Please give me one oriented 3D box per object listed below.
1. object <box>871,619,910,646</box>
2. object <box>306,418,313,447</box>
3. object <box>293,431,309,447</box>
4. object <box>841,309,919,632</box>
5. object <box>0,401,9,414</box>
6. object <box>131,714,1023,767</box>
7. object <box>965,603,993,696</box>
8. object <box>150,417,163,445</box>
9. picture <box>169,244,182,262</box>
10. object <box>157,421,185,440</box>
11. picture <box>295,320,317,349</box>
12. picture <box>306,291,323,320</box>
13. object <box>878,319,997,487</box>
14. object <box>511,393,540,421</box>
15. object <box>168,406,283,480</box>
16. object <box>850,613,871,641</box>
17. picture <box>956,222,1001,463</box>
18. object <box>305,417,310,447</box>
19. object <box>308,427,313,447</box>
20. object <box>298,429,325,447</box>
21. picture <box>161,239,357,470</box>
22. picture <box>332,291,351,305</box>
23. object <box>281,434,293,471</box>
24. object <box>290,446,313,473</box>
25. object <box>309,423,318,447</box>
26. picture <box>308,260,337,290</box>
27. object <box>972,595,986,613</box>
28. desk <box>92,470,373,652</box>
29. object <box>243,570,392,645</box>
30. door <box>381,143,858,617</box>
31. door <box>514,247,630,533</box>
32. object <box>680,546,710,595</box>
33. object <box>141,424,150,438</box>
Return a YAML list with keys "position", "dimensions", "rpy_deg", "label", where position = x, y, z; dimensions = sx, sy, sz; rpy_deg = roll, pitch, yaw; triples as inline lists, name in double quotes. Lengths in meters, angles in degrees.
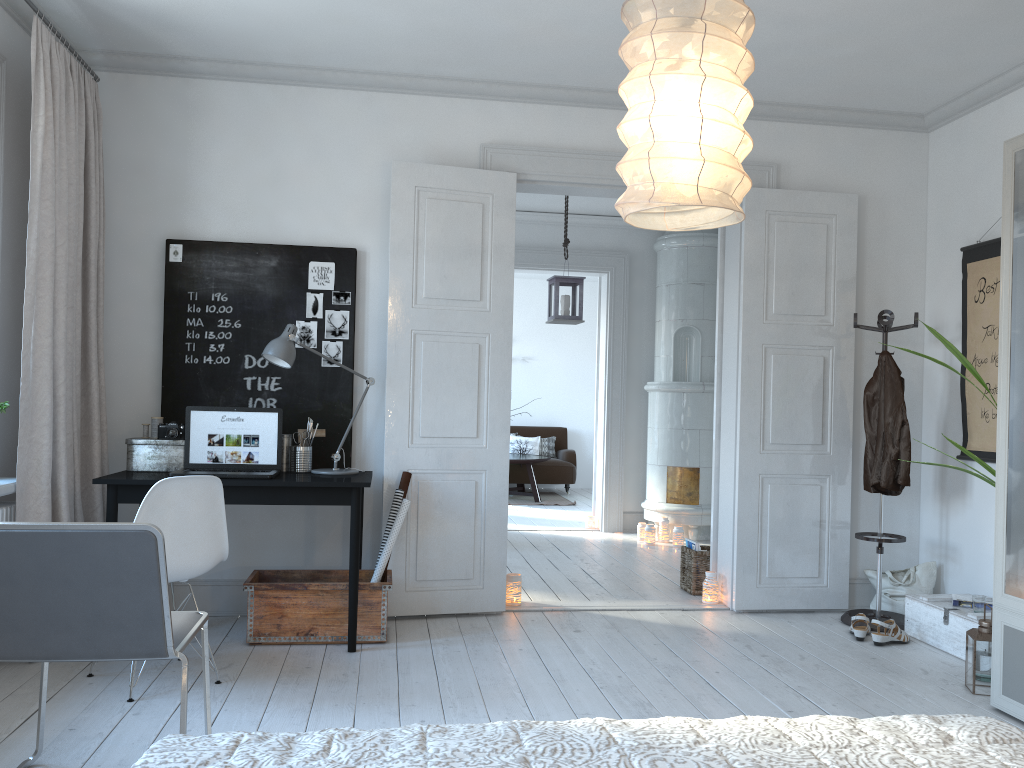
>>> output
- position: [1.861, 1.204, 4.340]
  dimensions: [0.272, 0.126, 0.099]
  rpy_deg: [2, -1, -36]
  label: "object"
- position: [-1.012, 0.301, 4.382]
  dimensions: [0.012, 0.264, 0.062]
  rpy_deg: [1, 0, 34]
  label: "object"
- position: [-1.049, 0.330, 4.372]
  dimensions: [0.081, 0.198, 0.050]
  rpy_deg: [1, 0, 17]
  label: "object"
- position: [1.972, 0.448, 4.726]
  dimensions: [0.374, 1.658, 0.374]
  rpy_deg: [1, 0, -1]
  label: "object"
- position: [-2.110, 0.187, 3.386]
  dimensions: [0.271, 0.407, 0.309]
  rpy_deg: [1, -1, 42]
  label: "object"
- position: [0.153, 0.592, 1.386]
  dimensions: [1.460, 0.104, 0.405]
  rpy_deg: [2, -1, -8]
  label: "object"
- position: [1.938, 1.079, 3.616]
  dimensions: [0.132, 0.351, 0.138]
  rpy_deg: [1, 0, 14]
  label: "object"
- position: [-1.706, 0.223, 4.227]
  dimensions: [0.056, 0.130, 0.167]
  rpy_deg: [2, -1, -10]
  label: "object"
- position: [-1.698, -0.662, 4.479]
  dimensions: [0.061, 0.088, 0.004]
  rpy_deg: [2, 0, -11]
  label: "picture"
- position: [-1.602, 0.219, 4.174]
  dimensions: [0.137, 0.087, 0.073]
  rpy_deg: [2, -1, -8]
  label: "object"
- position: [-1.060, -0.254, 4.568]
  dimensions: [0.107, 0.150, 0.001]
  rpy_deg: [2, 0, -8]
  label: "picture"
- position: [-1.018, -0.405, 4.575]
  dimensions: [0.083, 0.146, 0.002]
  rpy_deg: [2, 0, -8]
  label: "picture"
- position: [2.108, 0.482, 3.780]
  dimensions: [1.043, 1.554, 0.289]
  rpy_deg: [1, 0, 22]
  label: "object"
- position: [-0.059, 0.325, 10.480]
  dimensions: [0.846, 1.066, 0.525]
  rpy_deg: [2, -1, -37]
  label: "object"
- position: [-1.297, 0.264, 4.049]
  dimensions: [0.445, 0.315, 0.325]
  rpy_deg: [2, -1, -8]
  label: "object"
- position: [1.751, 1.204, 4.466]
  dimensions: [0.099, 0.126, 0.272]
  rpy_deg: [1, -1, 24]
  label: "object"
- position: [2.467, -0.259, 4.361]
  dimensions: [0.057, 1.313, 0.793]
  rpy_deg: [2, -1, -8]
  label: "picture"
- position: [-1.017, 0.298, 4.381]
  dimensions: [0.008, 0.267, 0.060]
  rpy_deg: [1, 0, 9]
  label: "object"
- position: [-1.009, 0.323, 4.373]
  dimensions: [0.009, 0.222, 0.082]
  rpy_deg: [1, 0, 21]
  label: "object"
- position: [-0.999, 0.330, 4.423]
  dimensions: [0.138, 0.209, 0.034]
  rpy_deg: [2, 0, -28]
  label: "object"
- position: [-1.297, -0.135, 4.565]
  dimensions: [0.953, 1.172, 0.064]
  rpy_deg: [2, 0, -8]
  label: "picture"
- position: [-0.883, -0.448, 4.595]
  dimensions: [0.095, 0.071, 0.001]
  rpy_deg: [2, 0, -8]
  label: "picture"
- position: [-1.136, 0.345, 4.421]
  dimensions: [0.079, 0.188, 0.079]
  rpy_deg: [2, 0, -29]
  label: "object"
- position: [-1.038, 0.371, 4.363]
  dimensions: [0.108, 0.128, 0.108]
  rpy_deg: [1, -1, 7]
  label: "object"
- position: [-0.996, 0.314, 4.369]
  dimensions: [0.084, 0.240, 0.009]
  rpy_deg: [2, 0, -31]
  label: "object"
- position: [-0.981, -0.564, 4.580]
  dimensions: [0.147, 0.154, 0.004]
  rpy_deg: [2, 0, -8]
  label: "picture"
- position: [2.170, 1.026, 4.120]
  dimensions: [0.060, 0.081, 0.060]
  rpy_deg: [2, -1, -43]
  label: "object"
- position: [-1.252, 0.803, 4.141]
  dimensions: [1.159, 0.759, 0.651]
  rpy_deg: [2, -1, -8]
  label: "desk"
- position: [-0.905, 1.050, 4.191]
  dimensions: [0.665, 0.282, 0.339]
  rpy_deg: [2, -1, -8]
  label: "object"
- position: [0.601, -0.002, 4.977]
  dimensions: [2.599, 2.505, 0.577]
  rpy_deg: [2, 0, -8]
  label: "door"
- position: [0.174, 0.056, 7.962]
  dimensions: [2.599, 2.505, 0.577]
  rpy_deg: [2, 0, -8]
  label: "door"
- position: [1.200, 1.143, 5.454]
  dimensions: [0.270, 0.265, 0.224]
  rpy_deg: [2, -1, -8]
  label: "object"
- position: [-1.770, 0.227, 4.285]
  dimensions: [0.040, 0.069, 0.040]
  rpy_deg: [2, -1, -20]
  label: "object"
